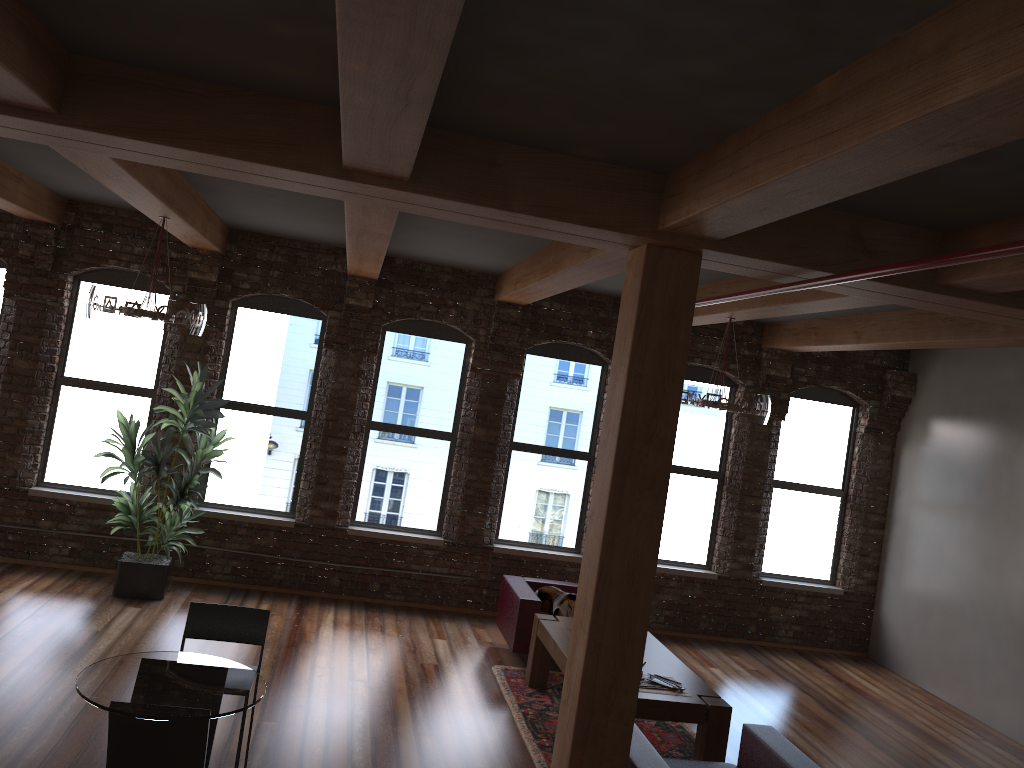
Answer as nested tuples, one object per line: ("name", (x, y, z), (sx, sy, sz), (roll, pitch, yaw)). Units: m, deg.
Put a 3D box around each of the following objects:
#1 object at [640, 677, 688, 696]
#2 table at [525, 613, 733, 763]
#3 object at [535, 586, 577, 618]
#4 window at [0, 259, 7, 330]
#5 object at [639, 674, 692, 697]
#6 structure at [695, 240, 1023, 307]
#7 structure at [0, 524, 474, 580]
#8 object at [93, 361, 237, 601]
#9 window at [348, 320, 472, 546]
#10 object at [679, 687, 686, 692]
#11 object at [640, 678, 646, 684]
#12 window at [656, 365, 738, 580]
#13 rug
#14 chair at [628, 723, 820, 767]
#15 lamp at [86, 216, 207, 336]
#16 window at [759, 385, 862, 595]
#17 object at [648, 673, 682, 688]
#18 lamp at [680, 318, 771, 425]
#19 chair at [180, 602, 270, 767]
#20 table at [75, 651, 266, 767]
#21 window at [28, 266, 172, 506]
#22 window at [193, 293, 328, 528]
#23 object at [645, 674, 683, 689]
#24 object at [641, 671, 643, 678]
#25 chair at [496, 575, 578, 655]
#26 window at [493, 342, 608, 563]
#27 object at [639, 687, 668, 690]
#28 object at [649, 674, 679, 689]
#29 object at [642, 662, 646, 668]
("object", (0.873, 1.923, 5.691), (0.470, 0.003, 0.332), (9, 0, -10))
("table", (0.732, 2.184, 6.249), (0.899, 0.551, 1.750), (9, -1, -10))
("object", (0.453, 1.943, 7.644), (0.363, 0.297, 0.756), (10, -1, -39))
("window", (-5.278, -0.226, 8.167), (0.967, 2.220, 0.232), (9, -3, -10))
("object", (0.873, 1.923, 5.692), (0.468, 0.001, 0.352), (9, 0, -10))
("structure", (1.748, -0.501, 3.048), (0.051, 0.112, 6.808), (9, 0, -10))
("structure", (-7.071, 0.810, 7.675), (13.676, 0.314, 1.634), (9, 0, -17))
("object", (-3.142, 0.803, 7.921), (1.080, 2.108, 0.964), (9, -2, 3))
("window", (-1.002, 0.446, 8.927), (0.967, 2.220, 0.235), (9, -3, -10))
("object", (1.078, 1.943, 5.634), (0.059, 0.021, 0.018), (9, -2, -23))
("object", (0.785, 1.892, 5.641), (0.153, 0.031, 0.045), (9, -1, -26))
("window", (1.849, 0.894, 9.432), (0.967, 2.220, 0.235), (9, -3, -10))
("rug", (0.705, 2.455, 6.191), (1.342, 0.009, 2.462), (9, 0, -10))
("chair", (1.015, 2.196, 4.599), (1.069, 0.594, 0.865), (9, -1, -10))
("lamp", (-2.585, -0.811, 6.412), (0.811, 0.816, 0.806), (8, -2, 32))
("window", (3.275, 1.118, 9.685), (0.967, 2.220, 0.235), (9, -3, -10))
("object", (0.988, 1.918, 5.742), (0.007, 0.008, 0.271), (10, -1, -44))
("lamp", (1.717, -0.135, 7.175), (0.811, 0.816, 0.805), (8, -2, 31))
("chair", (-1.461, 1.614, 4.249), (0.429, 0.984, 0.466), (9, -2, -10))
("table", (-1.427, 1.652, 3.537), (0.723, 0.926, 0.719), (8, -2, 15))
("window", (-3.852, -0.002, 8.421), (0.967, 2.220, 0.235), (9, -3, -10))
("window", (-2.426, 0.222, 8.674), (0.967, 2.220, 0.235), (9, -3, -10))
("object", (0.983, 1.930, 5.735), (0.213, 0.018, 0.153), (9, 0, 35))
("object", (0.803, 1.889, 5.780), (0.099, 0.043, 0.098), (9, -1, 28))
("chair", (0.466, 2.125, 7.767), (1.069, 0.594, 0.865), (9, -1, -10))
("window", (0.424, 0.670, 9.179), (0.967, 2.220, 0.235), (9, -3, -10))
("object", (0.863, 1.916, 5.588), (0.270, 0.008, 0.007), (9, -2, -14))
("object", (0.973, 1.916, 5.718), (0.007, 0.008, 0.271), (10, -1, -36))
("object", (0.828, 1.866, 5.802), (0.045, 0.080, 0.137), (7, -2, 45))
